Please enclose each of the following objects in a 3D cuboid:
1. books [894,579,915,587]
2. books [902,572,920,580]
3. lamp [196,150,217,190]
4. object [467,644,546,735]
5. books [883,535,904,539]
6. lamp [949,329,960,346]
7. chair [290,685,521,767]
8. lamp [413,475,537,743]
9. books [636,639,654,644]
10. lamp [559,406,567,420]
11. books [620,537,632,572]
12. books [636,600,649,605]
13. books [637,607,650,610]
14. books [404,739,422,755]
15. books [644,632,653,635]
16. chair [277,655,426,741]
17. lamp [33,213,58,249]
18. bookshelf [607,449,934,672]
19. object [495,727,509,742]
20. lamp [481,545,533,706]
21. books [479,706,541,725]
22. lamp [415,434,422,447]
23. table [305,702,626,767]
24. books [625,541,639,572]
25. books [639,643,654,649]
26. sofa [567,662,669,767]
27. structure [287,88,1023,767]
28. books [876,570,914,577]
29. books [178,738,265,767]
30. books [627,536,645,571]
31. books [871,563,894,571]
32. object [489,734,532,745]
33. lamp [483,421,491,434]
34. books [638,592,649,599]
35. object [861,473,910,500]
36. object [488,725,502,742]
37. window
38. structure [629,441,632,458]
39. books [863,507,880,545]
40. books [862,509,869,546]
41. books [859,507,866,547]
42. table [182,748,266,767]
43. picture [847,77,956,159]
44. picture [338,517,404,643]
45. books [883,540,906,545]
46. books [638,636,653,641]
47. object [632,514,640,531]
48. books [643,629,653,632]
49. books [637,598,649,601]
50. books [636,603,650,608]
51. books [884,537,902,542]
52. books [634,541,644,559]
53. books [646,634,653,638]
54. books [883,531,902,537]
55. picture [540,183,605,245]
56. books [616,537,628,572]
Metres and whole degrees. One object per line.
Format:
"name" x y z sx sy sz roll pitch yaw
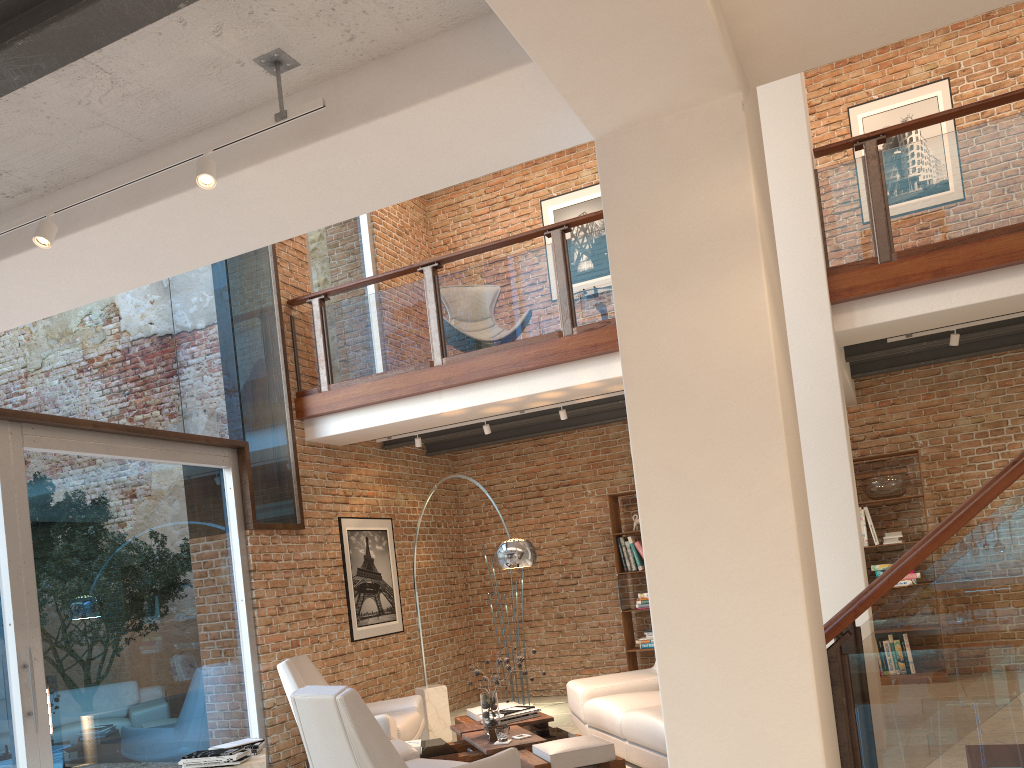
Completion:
"books" 3.695 1.904 8.341 0.331 0.054 0.257 -12 -13 26
"books" 3.712 1.845 8.332 0.329 0.054 0.258 -11 -13 18
"lamp" -0.946 -0.661 2.697 0.059 0.127 0.088 -6 -5 -7
"object" -0.029 2.066 5.937 0.541 0.597 0.322 -6 -4 -5
"books" 3.654 1.462 8.343 0.173 0.018 0.239 -12 -14 26
"lamp" 3.224 -0.331 6.353 0.059 0.127 0.088 -6 -5 -7
"chair" -0.624 2.043 4.651 1.046 0.997 0.973 -13 -9 40
"lamp" -0.342 1.903 7.221 0.318 2.307 2.078 -5 -6 -30
"books" 1.541 2.735 9.321 0.384 0.036 0.247 -12 -13 23
"lamp" 0.446 0.259 7.610 0.061 0.127 0.086 -8 -6 25
"books" 1.263 1.842 9.438 0.092 0.378 0.245 -8 -5 23
"books" 1.537 2.308 9.294 0.383 0.036 0.248 -10 -13 17
"books" 1.548 2.374 9.305 0.360 0.020 0.275 -12 -13 23
"books" -0.766 2.437 5.805 0.326 0.055 0.261 -5 -12 -6
"books" 1.548 2.658 9.338 0.238 0.018 0.173 -10 -13 16
"chair" -1.281 2.609 6.890 0.987 0.980 1.044 -7 -7 8
"lamp" -1.601 -0.523 2.990 0.061 0.127 0.086 -8 -6 25
"bookshelf" 2.588 1.996 8.817 3.068 2.163 0.366 -10 -4 24
"object" -0.060 2.233 5.552 0.091 0.083 0.093 -4 -8 -17
"lamp" -0.024 2.584 9.284 0.417 1.790 0.202 -6 -2 -6
"books" -0.018 2.435 6.415 0.400 0.073 0.256 2 -14 -34
"lamp" -0.883 0.540 8.207 0.059 0.127 0.088 -6 -5 -7
"table" -0.382 2.580 5.935 1.963 0.420 2.264 -3 -12 -15
"books" 1.320 1.860 9.433 0.103 0.328 0.256 -8 -6 23
"books" 1.561 2.775 9.303 0.332 0.054 0.256 -14 -14 33
"sofa" 1.297 2.305 6.290 1.139 0.740 2.392 -4 -12 -16
"structure" 0.972 -0.260 2.192 10.269 4.056 14.014 -11 -12 23
"books" 3.669 1.800 8.362 0.330 0.054 0.258 -12 -13 23
"books" -1.768 2.307 5.467 0.390 0.078 0.579 -8 -12 7
"books" 1.355 1.821 9.382 0.122 0.375 0.245 -8 -5 23
"books" 3.648 1.749 8.371 0.332 0.054 0.256 -14 -14 33
"object" -0.007 2.279 5.620 0.271 0.034 0.255 -6 -12 -4
"lamp" -0.229 0.398 7.914 0.061 0.119 0.086 -8 -6 25
"books" 1.542 2.244 9.310 0.331 0.054 0.257 -12 -13 26
"object" 3.585 0.997 8.353 0.434 0.215 0.450 -2 -11 -24
"object" -0.103 2.282 5.690 0.094 0.080 0.117 -6 -9 -5
"window" -4.034 -0.429 3.871 0.653 6.271 12.472 -7 -10 23
"structure" 1.687 0.664 9.344 0.822 0.215 0.201 -12 -8 24
"books" 3.483 1.374 8.442 0.102 0.377 0.245 -8 -5 23
"books" 3.427 1.396 8.452 0.021 0.353 0.274 -7 -6 23
"books" 3.396 1.387 8.455 0.037 0.377 0.245 -7 -5 23
"table" -1.758 2.584 5.405 0.493 0.495 0.506 -4 -7 -16
"picture" 3.804 -2.239 8.441 0.923 1.176 0.027 -9 -3 24
"picture" -1.374 1.904 8.592 0.028 1.175 0.919 -7 -6 23
"books" 3.664 1.516 8.350 0.173 0.018 0.238 -14 -14 31
"books" 1.548 2.703 9.306 0.382 0.018 0.248 -10 -13 16
"object" 1.406 1.412 9.297 0.255 0.278 0.131 -11 -5 31
"books" 1.545 2.627 9.317 0.255 0.017 0.164 -12 -13 23
"books" 1.540 2.283 9.315 0.359 0.020 0.275 -11 -13 22
"books" 1.533 2.347 9.304 0.383 0.036 0.247 -11 -13 19
"books" 3.648 1.489 8.341 0.134 0.033 0.207 -14 -14 32
"books" 1.452 1.837 9.365 0.197 0.313 0.256 -9 -6 23
"books" 1.553 2.682 9.329 0.208 0.033 0.134 -12 -13 23
"books" 3.642 1.437 8.343 0.133 0.033 0.209 -9 -12 13
"picture" 0.804 -1.603 9.796 0.923 1.176 0.027 -9 -3 24
"books" 1.226 1.848 9.446 0.092 0.378 0.245 -8 -5 23
